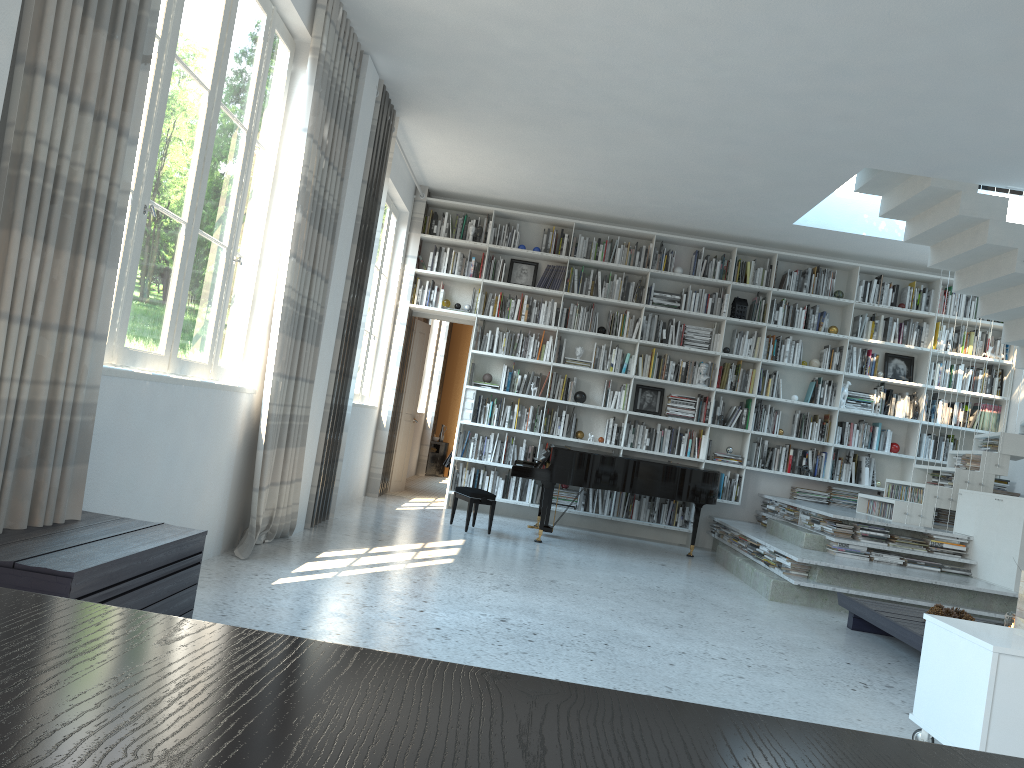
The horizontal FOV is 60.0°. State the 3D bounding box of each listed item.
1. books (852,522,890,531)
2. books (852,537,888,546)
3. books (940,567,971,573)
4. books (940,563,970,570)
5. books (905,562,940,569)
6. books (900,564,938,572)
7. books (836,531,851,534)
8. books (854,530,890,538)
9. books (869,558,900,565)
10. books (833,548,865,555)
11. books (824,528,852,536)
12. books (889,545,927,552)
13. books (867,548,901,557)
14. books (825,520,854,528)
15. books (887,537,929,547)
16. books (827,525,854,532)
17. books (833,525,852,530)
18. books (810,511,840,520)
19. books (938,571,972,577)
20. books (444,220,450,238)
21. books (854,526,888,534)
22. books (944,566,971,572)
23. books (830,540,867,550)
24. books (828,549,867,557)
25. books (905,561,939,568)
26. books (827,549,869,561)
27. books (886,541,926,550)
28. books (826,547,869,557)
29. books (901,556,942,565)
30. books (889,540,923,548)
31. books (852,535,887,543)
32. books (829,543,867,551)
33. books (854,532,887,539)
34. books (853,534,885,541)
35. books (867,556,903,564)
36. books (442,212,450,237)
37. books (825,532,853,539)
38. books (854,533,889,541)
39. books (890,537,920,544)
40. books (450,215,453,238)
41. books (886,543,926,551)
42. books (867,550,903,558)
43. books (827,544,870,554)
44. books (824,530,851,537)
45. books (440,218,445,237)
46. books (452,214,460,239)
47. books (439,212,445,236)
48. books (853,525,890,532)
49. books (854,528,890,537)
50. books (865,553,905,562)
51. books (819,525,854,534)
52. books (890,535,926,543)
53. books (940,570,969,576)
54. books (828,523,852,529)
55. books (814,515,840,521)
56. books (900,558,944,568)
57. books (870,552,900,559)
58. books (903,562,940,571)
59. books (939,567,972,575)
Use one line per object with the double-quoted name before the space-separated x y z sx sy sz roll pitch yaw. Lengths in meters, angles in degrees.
"books" 2.875 1.144 7.117 0.261 0.016 0.129 9 -3 1
"books" 2.857 1.256 7.087 0.216 0.015 0.177 9 -3 0
"books" 3.460 1.451 6.966 0.225 0.007 0.133 9 -3 6
"books" 3.464 1.431 6.972 0.215 0.007 0.130 9 -3 4
"books" 3.197 1.415 6.958 0.254 0.005 0.161 9 -3 -2
"books" 3.193 1.441 6.972 0.249 0.009 0.144 9 -3 1
"books" 2.655 1.192 7.200 0.134 0.006 0.227 9 -3 6
"books" 2.867 1.196 7.098 0.260 0.009 0.153 9 -3 5
"books" 2.912 1.393 6.974 0.208 0.015 0.152 9 -3 0
"books" 2.638 1.308 6.971 0.210 0.012 0.168 9 -3 6
"books" 2.647 1.201 7.200 0.152 0.015 0.208 9 -3 -1
"books" 3.132 1.304 7.077 0.291 0.007 0.174 9 -3 5
"books" 2.923 1.326 6.980 0.220 0.013 0.149 9 -3 1
"books" 2.660 1.138 7.202 0.149 0.014 0.228 9 -3 0
"books" 3.139 1.259 7.068 0.273 0.014 0.188 9 -3 -3
"books" 2.662 1.171 7.201 0.137 0.012 0.242 9 -3 3
"books" 2.686 1.163 7.201 0.091 0.011 0.190 9 -3 0
"books" 2.643 1.110 7.481 0.189 0.022 0.238 9 -3 7
"books" 3.455 1.484 6.955 0.261 0.006 0.151 9 -3 -2
"books" -0.675 -1.603 9.318 0.030 0.206 0.175 9 -2 2
"books" 2.871 1.168 7.103 0.221 0.018 0.154 9 -3 3
"books" 3.462 1.441 6.972 0.229 0.014 0.133 9 -3 1
"books" 2.645 1.267 6.975 0.234 0.025 0.157 9 -3 -3
"books" 2.635 1.329 6.977 0.264 0.006 0.164 9 -3 3
"books" 3.198 1.409 6.976 0.273 0.009 0.129 9 -3 5
"books" 2.632 1.343 6.957 0.262 0.023 0.200 9 -3 0
"books" 3.135 1.289 7.098 0.293 0.014 0.134 9 -3 -1
"books" 2.636 1.322 6.977 0.285 0.008 0.159 9 -3 0
"books" 3.194 1.381 6.960 0.275 0.009 0.176 9 -3 2
"books" 3.137 1.274 7.083 0.214 0.015 0.177 9 -3 3
"books" 2.859 1.244 7.102 0.227 0.013 0.148 9 -3 0
"books" 2.642 1.285 6.988 0.257 0.010 0.132 9 -3 6
"books" 2.865 1.207 7.095 0.210 0.012 0.168 9 -3 3
"books" 2.861 1.232 7.107 0.207 0.012 0.131 9 -3 -2
"books" 2.915 1.375 6.960 0.232 0.019 0.169 9 -3 -3
"books" -0.697 -1.645 9.330 0.028 0.283 0.189 9 -2 2
"books" 2.652 1.228 7.199 0.144 0.009 0.250 9 -3 2
"books" 2.863 1.218 7.084 0.215 0.013 0.189 9 -3 1
"books" 3.142 1.248 7.091 0.179 0.010 0.160 9 -3 4
"books" -0.638 -1.626 9.312 0.057 0.262 0.191 9 -2 2
"books" 3.133 1.298 7.077 0.287 0.005 0.165 9 -3 7
"books" 2.922 1.335 6.977 0.242 0.005 0.152 9 -3 3
"books" 2.640 1.296 6.976 0.292 0.012 0.159 9 -3 5
"books" 2.638 1.215 7.200 0.161 0.014 0.212 9 -3 6
"books" -0.727 -1.621 9.339 0.024 0.227 0.157 9 -2 2
"books" -0.588 -1.627 9.327 0.039 0.282 0.181 9 -2 2
"books" -0.740 -1.651 9.332 0.010 0.281 0.160 9 -2 2
"books" 2.873 1.155 7.095 0.228 0.009 0.159 9 -3 -2
"books" 2.868 1.184 7.077 0.230 0.015 0.190 9 -3 7
"books" 2.917 1.360 6.971 0.272 0.012 0.158 9 -3 0
"books" 2.636 1.180 7.201 0.184 0.014 0.297 9 -3 1
"books" 3.143 1.236 7.086 0.245 0.013 0.172 9 -3 1
"books" 3.456 1.476 6.959 0.179 0.010 0.160 9 -3 2
"books" 2.661 1.149 7.202 0.132 0.009 0.269 9 -3 6
"books" 2.654 1.127 7.480 0.170 0.008 0.208 9 -3 5
"books" 3.200 1.395 6.950 0.287 0.018 0.190 9 -3 1
"books" 2.920 1.346 6.983 0.211 0.018 0.134 9 -3 5
"books" 3.195 1.426 6.952 0.250 0.018 0.177 9 -3 5
"books" 3.458 1.463 6.962 0.234 0.017 0.151 9 -3 3
